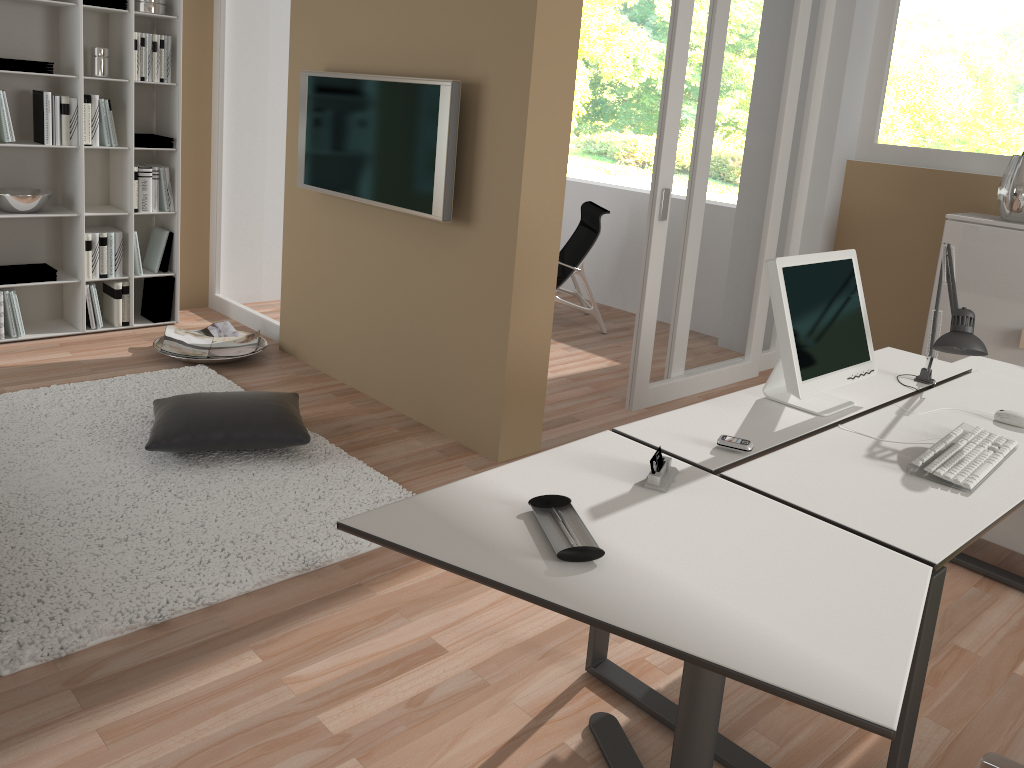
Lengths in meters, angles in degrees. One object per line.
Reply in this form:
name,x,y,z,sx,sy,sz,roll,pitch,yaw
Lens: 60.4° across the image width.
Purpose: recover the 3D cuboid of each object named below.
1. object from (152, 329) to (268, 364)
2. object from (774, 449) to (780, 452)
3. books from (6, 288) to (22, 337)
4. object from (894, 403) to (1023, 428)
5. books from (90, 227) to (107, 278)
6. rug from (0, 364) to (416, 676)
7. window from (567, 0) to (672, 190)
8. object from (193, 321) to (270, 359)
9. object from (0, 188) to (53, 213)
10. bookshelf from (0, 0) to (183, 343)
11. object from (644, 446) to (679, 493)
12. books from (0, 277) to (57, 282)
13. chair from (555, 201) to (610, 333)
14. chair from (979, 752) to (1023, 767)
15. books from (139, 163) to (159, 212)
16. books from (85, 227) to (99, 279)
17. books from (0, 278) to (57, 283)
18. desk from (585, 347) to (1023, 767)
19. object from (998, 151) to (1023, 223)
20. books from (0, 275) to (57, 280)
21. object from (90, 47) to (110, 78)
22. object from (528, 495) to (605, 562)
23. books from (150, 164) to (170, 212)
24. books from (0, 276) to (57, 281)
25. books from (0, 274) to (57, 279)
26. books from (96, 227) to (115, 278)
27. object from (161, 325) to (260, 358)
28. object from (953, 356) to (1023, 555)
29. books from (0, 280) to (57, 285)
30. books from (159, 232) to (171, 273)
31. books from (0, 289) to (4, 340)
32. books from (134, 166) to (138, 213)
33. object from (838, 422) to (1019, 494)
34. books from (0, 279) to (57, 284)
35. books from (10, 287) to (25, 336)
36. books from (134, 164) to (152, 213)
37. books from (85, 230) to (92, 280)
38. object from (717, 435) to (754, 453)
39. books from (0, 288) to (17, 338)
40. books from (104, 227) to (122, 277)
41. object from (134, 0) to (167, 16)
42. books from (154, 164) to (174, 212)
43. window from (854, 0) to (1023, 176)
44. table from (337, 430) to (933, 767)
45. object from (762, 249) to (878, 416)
object,-1.625,-0.189,4.753,0.589,0.062,0.598,11,19,20
object,0.745,0.196,2.633,0.040,0.110,0.136,-6,19,-43
books,-2.696,-0.398,4.738,0.058,0.251,0.212,-6,18,-42
object,1.304,0.099,2.549,0.374,0.078,0.143,13,18,24
books,-2.351,-0.746,4.995,0.040,0.252,0.211,-6,18,-43
rug,-1.405,0.311,3.311,1.462,0.044,2.065,-12,24,-42
window,4.287,-4.184,10.884,12.203,5.812,2.109,14,15,28
object,-1.603,-0.222,4.807,0.346,0.094,0.509,-11,24,-42
object,-2.626,-0.977,4.711,0.300,0.104,0.307,8,17,10
bookshelf,-2.400,-1.354,4.840,1.047,2.089,0.339,-7,17,-44
object,0.331,0.182,1.927,0.049,0.054,0.133,10,18,20
books,-2.659,-0.586,4.762,0.300,0.006,0.214,-13,25,-44
chair,-0.070,-0.848,6.004,1.431,0.805,0.713,2,14,-9
chair,1.294,0.673,1.667,0.602,0.789,0.634,10,15,20
books,-2.115,-1.146,5.132,0.040,0.252,0.211,-6,18,-43
books,-2.383,-0.740,4.968,0.040,0.252,0.211,-6,18,-43
books,-2.658,-0.580,4.764,0.300,0.006,0.214,-12,24,-42
desk,1.076,0.426,2.548,1.615,0.669,0.820,-11,22,-43
object,2.837,-1.141,4.179,0.873,0.824,0.267,18,18,42
books,-2.655,-0.596,4.762,0.300,0.006,0.214,-12,24,-42
object,-2.242,-1.750,4.792,0.093,0.158,0.096,-2,15,-29
object,0.098,0.266,1.643,0.089,0.030,0.222,1,18,-14
books,-2.074,-1.153,5.165,0.060,0.253,0.212,-6,18,-42
books,-2.656,-0.591,4.763,0.300,0.006,0.214,-12,24,-42
books,-2.655,-0.601,4.759,0.300,0.006,0.214,-11,24,-41
books,-2.322,-0.753,5.023,0.040,0.252,0.211,-6,17,-42
object,-1.628,-0.221,4.761,0.498,0.094,0.353,0,18,-14
object,1.846,0.322,3.119,0.311,0.659,0.634,-7,19,-43
books,-2.658,-0.569,4.765,0.300,0.007,0.214,-12,24,-42
books,-2.103,-0.803,5.267,0.043,0.232,0.215,-6,18,-42
books,-2.754,-0.387,4.687,0.040,0.252,0.211,-6,18,-42
books,-2.198,-1.124,5.041,0.040,0.252,0.211,-6,18,-43
object,1.048,0.161,2.289,0.394,0.078,0.461,19,23,38
books,-2.658,-0.575,4.765,0.300,0.006,0.214,-12,24,-42
books,-2.695,-0.407,4.761,0.058,0.251,0.212,-6,18,-42
books,-2.150,-1.132,5.081,0.077,0.252,0.212,-6,18,-42
books,-2.409,-0.732,4.935,0.040,0.252,0.211,-6,18,-42
object,0.542,0.145,2.135,0.085,0.020,0.048,13,19,24
books,-2.718,-0.397,4.723,0.060,0.253,0.211,-6,18,-43
books,-2.291,-0.760,5.053,0.040,0.252,0.211,-6,18,-43
object,-2.041,-2.120,4.941,0.191,0.088,0.198,4,17,-2
books,-2.055,-1.157,5.182,0.060,0.253,0.211,-6,18,-43
window,3.414,-1.708,3.946,0.045,1.752,3.708,-6,19,-43
table,0.261,0.640,1.667,0.943,0.670,0.819,19,21,41
object,0.886,-0.157,2.529,0.470,0.420,0.201,-9,19,-43
